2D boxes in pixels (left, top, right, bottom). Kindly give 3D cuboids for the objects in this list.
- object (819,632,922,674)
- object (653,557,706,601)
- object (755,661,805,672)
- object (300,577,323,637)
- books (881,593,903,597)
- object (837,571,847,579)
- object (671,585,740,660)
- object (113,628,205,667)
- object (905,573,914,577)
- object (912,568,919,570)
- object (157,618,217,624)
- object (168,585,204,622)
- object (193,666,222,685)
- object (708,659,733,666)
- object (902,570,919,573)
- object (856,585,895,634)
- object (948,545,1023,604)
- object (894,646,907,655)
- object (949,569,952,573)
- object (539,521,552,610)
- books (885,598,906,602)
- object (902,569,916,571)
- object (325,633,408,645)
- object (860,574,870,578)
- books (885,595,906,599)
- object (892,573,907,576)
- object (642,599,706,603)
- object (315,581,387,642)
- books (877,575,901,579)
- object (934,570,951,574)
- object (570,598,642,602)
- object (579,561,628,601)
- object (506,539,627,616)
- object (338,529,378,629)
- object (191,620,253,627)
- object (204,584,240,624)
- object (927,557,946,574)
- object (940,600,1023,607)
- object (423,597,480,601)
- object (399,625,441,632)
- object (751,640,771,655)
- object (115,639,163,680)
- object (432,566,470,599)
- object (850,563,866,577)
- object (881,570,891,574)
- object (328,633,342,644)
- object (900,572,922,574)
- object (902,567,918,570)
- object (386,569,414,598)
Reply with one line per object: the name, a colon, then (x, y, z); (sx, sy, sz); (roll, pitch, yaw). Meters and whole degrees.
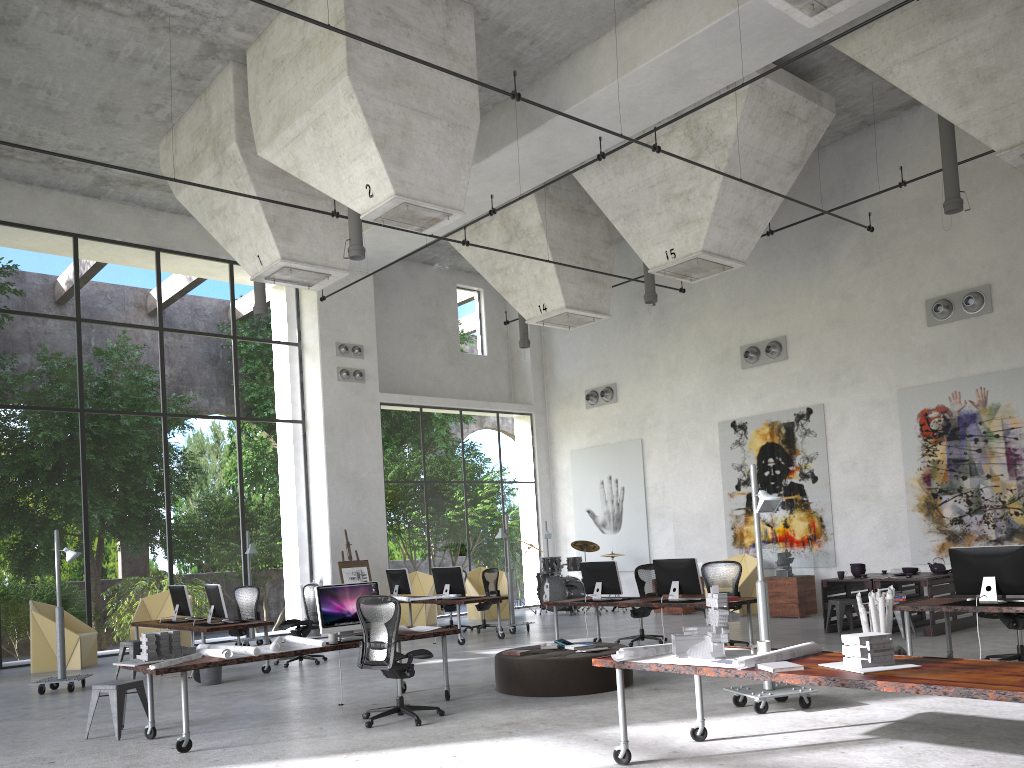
object: (2.080, 1.558, 5.136); (0.388, 0.180, 0.423); (-1, -10, -15)
object: (2.204, 2.539, 11.433); (0.377, 0.547, 0.723); (1, -9, -39)
object: (1.598, 1.691, 5.251); (0.200, 0.023, 0.239); (-2, -11, -10)
object: (-4.039, 4.539, 17.863); (0.443, 1.199, 0.414); (-5, -4, 27)
books: (5.203, 2.889, 12.039); (0.255, 0.032, 0.177); (-5, -10, 10)
object: (4.862, 2.814, 12.940); (0.131, 0.108, 0.101); (-10, -9, 40)
object: (1.300, 1.621, 5.938); (0.361, 0.516, 0.500); (-3, -7, -5)
object: (-3.160, 2.353, 7.969); (0.438, 0.302, 0.740); (-10, -11, 38)
object: (5.563, 2.682, 12.320); (0.138, 0.056, 0.117); (-8, -10, 24)
object: (5.904, 2.758, 13.015); (0.229, 0.062, 0.232); (7, -14, -45)
object: (-5.019, 3.655, 13.543); (0.689, 0.008, 0.860); (5, -14, -39)
object: (-5.039, 3.374, 13.555); (0.377, 0.547, 0.723); (1, -9, -39)
object: (-3.973, 3.778, 11.509); (0.401, 0.295, 0.296); (-11, -10, 42)
object: (1.367, 1.774, 5.595); (0.134, 0.008, 0.206); (2, -12, -29)
object: (5.902, 2.785, 13.011); (0.229, 0.047, 0.232); (-5, -10, 8)
object: (3.729, 2.518, 8.928); (0.319, 0.929, 0.345); (-2, -4, -23)
object: (4.683, 1.847, 8.537); (0.377, 0.547, 0.723); (1, -9, -39)
object: (3.933, 2.849, 9.103); (0.397, 0.296, 0.298); (-4, -7, 3)
object: (6.410, 2.715, 12.769); (0.116, 0.056, 0.139); (-5, -10, 9)
object: (0.890, 4.416, 21.442); (0.579, 2.134, 0.601); (-3, -3, -6)
books: (5.211, 2.955, 12.032); (0.284, 0.034, 0.200); (-4, -10, 5)
object: (5.903, 2.770, 13.010); (0.230, 0.062, 0.231); (7, -14, -45)
object: (-1.577, 2.570, 8.854); (0.850, 0.008, 0.696); (5, -14, -39)
object: (5.131, 2.794, 12.776); (0.117, 0.056, 0.138); (-10, -11, 34)
books: (5.209, 2.921, 12.034); (0.284, 0.033, 0.201); (-2, -11, -10)
object: (5.687, 2.788, 12.844); (0.235, 0.019, 0.237); (7, -15, -44)
object: (2.224, 2.819, 11.420); (0.689, 0.008, 0.860); (5, -14, -39)
object: (-1.595, 2.291, 8.871); (0.715, 0.548, 0.381); (3, -8, -39)
books: (5.345, 2.740, 12.482); (0.305, 0.030, 0.225); (-7, -11, 17)
object: (6.207, 2.710, 12.671); (0.230, 0.047, 0.231); (-9, -11, 26)
object: (1.336, 3.067, 12.457); (0.689, 0.008, 0.860); (5, -14, -39)
object: (1.316, 2.786, 12.470); (0.377, 0.547, 0.723); (1, -9, -39)
object: (1.303, 4.315, 19.951); (2.995, 1.727, 1.891); (-9, -9, 33)
object: (-3.229, 4.023, 17.940); (0.693, 2.126, 0.691); (-1, -5, -40)
object: (-4.116, 3.402, 12.485); (0.688, 0.008, 0.861); (4, -13, -34)
object: (-4.136, 3.122, 12.498); (0.377, 0.547, 0.724); (0, -8, -34)
object: (6.266, 2.671, 12.936); (0.212, 0.230, 0.220); (2, -9, -42)
object: (4.704, 2.128, 8.524); (0.689, 0.008, 0.860); (5, -14, -39)
object: (-1.018, 3.723, 15.208); (0.857, 0.008, 0.690); (-12, -14, 40)
object: (-1.061, 2.565, 9.275); (0.470, 0.085, 0.441); (4, -13, -37)
object: (1.648, 1.749, 5.795); (0.122, 0.099, 0.089); (-2, -6, -12)
object: (-5.375, 3.961, 12.641); (0.460, 0.527, 0.477); (-8, -8, 34)
object: (-1.039, 3.443, 15.220); (0.721, 0.548, 0.378); (-10, -8, 40)
object: (5.165, 2.777, 13.102); (0.214, 0.212, 0.195); (2, -8, -40)
object: (5.760, 2.903, 13.567); (0.137, 0.056, 0.118); (1, -10, -25)
object: (-1.709, 2.455, 8.483); (0.122, 0.099, 0.089); (-2, -6, -12)
object: (5.906, 2.806, 13.011); (0.297, 0.024, 0.298); (-9, -12, 26)
object: (5.897, 2.747, 13.017); (0.229, 0.057, 0.231); (5, -13, -40)
object: (-2.046, 3.724, 16.397); (0.377, 0.547, 0.723); (1, -9, -39)
